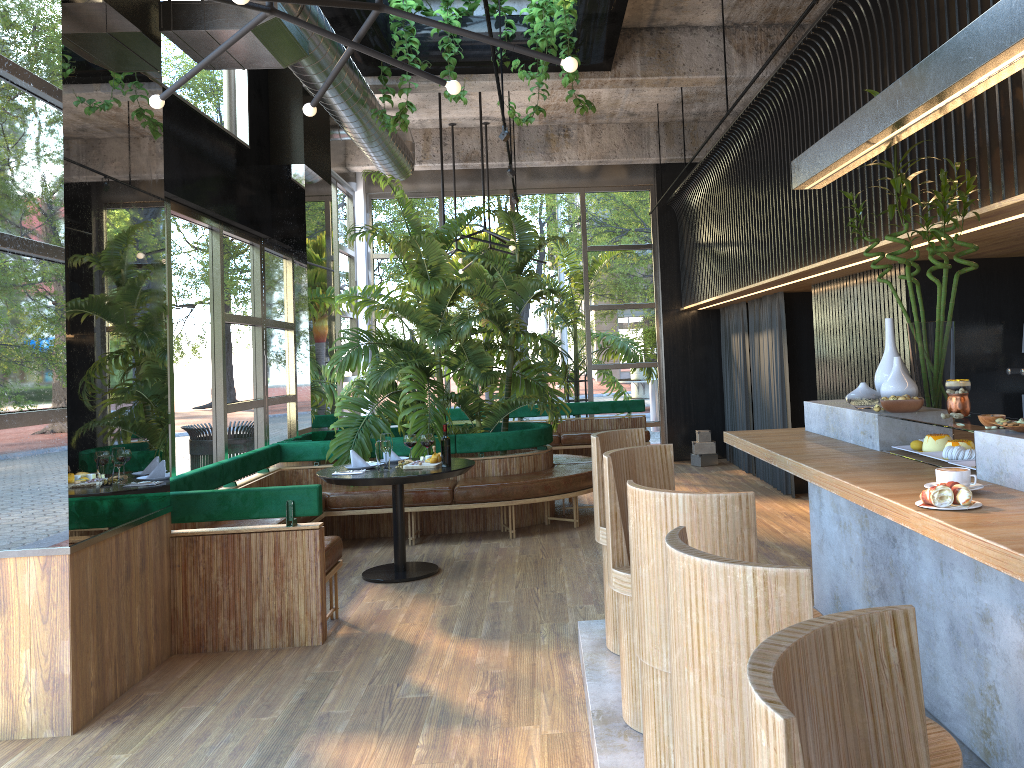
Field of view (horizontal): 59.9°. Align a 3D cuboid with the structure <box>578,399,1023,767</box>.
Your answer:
[{"bbox_3d":[3.131,0.456,1.323,5.871,1.732,7.095,-2,1,0],"label":"structure"}]

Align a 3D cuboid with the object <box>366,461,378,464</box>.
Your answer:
[{"bbox_3d":[-1.065,0.582,6.578,0.165,0.019,0.243,-4,2,-40],"label":"object"}]

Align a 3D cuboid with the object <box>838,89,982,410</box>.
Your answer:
[{"bbox_3d":[1.806,-0.526,3.915,0.642,1.552,0.611,-4,-3,38],"label":"object"}]

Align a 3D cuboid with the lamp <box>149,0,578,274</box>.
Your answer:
[{"bbox_3d":[0.865,-2.143,2.426,5.105,1.825,18.827,-2,2,1],"label":"lamp"}]

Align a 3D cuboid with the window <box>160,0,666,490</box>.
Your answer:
[{"bbox_3d":[-0.453,-1.798,2.087,4.155,6.499,20.281,-2,1,2],"label":"window"}]

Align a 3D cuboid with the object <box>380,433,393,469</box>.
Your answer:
[{"bbox_3d":[-0.883,0.471,6.247,0.095,0.245,0.089,-2,-2,-18],"label":"object"}]

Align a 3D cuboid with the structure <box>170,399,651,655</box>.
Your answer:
[{"bbox_3d":[0.759,0.629,2.053,6.053,1.550,20.033,-2,2,1],"label":"structure"}]

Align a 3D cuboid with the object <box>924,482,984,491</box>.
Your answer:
[{"bbox_3d":[1.277,0.303,2.565,0.162,0.020,0.159,-3,2,-4],"label":"object"}]

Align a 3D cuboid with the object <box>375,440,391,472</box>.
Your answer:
[{"bbox_3d":[-0.880,0.494,6.078,0.101,0.209,0.110,-3,-2,34],"label":"object"}]

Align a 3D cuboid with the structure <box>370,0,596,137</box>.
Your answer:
[{"bbox_3d":[-0.110,-2.812,7.391,2.087,1.519,1.467,-2,0,28],"label":"structure"}]

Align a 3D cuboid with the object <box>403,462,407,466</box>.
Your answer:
[{"bbox_3d":[-0.759,0.571,6.306,0.032,0.031,0.040,-3,0,25],"label":"object"}]

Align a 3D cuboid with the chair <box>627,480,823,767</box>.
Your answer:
[{"bbox_3d":[0.625,0.760,2.561,0.529,0.971,0.565,-3,-2,23],"label":"chair"}]

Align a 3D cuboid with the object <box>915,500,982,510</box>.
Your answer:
[{"bbox_3d":[1.164,0.321,2.368,0.164,0.005,0.170,-2,2,11],"label":"object"}]

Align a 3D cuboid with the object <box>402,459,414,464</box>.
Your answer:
[{"bbox_3d":[-0.759,0.568,6.460,0.097,0.028,0.130,-2,2,15],"label":"object"}]

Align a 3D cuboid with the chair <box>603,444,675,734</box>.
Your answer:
[{"bbox_3d":[0.632,0.737,3.308,0.569,0.971,0.525,-2,-2,-26],"label":"chair"}]

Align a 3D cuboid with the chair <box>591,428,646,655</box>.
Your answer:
[{"bbox_3d":[0.659,0.711,4.115,0.540,0.971,0.554,-3,-2,9],"label":"chair"}]

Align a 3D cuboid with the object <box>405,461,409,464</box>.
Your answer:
[{"bbox_3d":[-0.756,0.568,6.396,0.033,0.032,0.037,-2,0,-3],"label":"object"}]

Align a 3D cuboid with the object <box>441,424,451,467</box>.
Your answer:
[{"bbox_3d":[-0.464,0.427,6.207,0.067,0.299,0.070,-3,-2,16],"label":"object"}]

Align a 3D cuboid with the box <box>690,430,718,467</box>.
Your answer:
[{"bbox_3d":[2.467,0.820,11.413,0.338,0.443,0.274,-2,-1,-12],"label":"box"}]

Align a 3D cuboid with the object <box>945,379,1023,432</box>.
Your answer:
[{"bbox_3d":[1.591,0.067,3.031,0.209,0.134,0.808,-2,2,8],"label":"object"}]

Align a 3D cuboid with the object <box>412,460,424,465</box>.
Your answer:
[{"bbox_3d":[-0.666,0.556,6.323,0.101,0.013,0.222,-2,2,5],"label":"object"}]

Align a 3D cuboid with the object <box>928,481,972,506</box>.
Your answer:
[{"bbox_3d":[1.178,0.291,2.374,0.073,0.060,0.125,-2,1,-31],"label":"object"}]

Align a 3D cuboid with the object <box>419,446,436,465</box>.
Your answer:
[{"bbox_3d":[-0.595,0.500,6.238,0.144,0.124,0.097,-2,-1,-20],"label":"object"}]

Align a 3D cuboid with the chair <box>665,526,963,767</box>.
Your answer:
[{"bbox_3d":[0.597,0.785,1.747,0.574,0.971,0.520,-1,-2,-41],"label":"chair"}]

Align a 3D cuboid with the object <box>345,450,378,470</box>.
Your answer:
[{"bbox_3d":[-1.075,0.535,6.332,0.240,0.139,0.226,-3,1,-17],"label":"object"}]

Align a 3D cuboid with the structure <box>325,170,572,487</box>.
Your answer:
[{"bbox_3d":[-0.614,-0.402,8.693,2.496,3.441,2.596,-2,-1,-16],"label":"structure"}]

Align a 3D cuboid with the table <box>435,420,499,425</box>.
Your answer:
[{"bbox_3d":[-0.678,0.840,10.226,1.138,0.752,1.061,-3,0,-21],"label":"table"}]

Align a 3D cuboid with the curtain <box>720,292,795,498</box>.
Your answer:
[{"bbox_3d":[2.773,0.029,10.301,0.122,2.061,3.261,-2,1,2],"label":"curtain"}]

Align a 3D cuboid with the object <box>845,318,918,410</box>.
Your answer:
[{"bbox_3d":[1.656,-0.092,3.904,0.332,0.398,0.304,-2,-1,-42],"label":"object"}]

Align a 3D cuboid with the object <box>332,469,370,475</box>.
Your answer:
[{"bbox_3d":[-1.092,0.599,6.072,0.256,0.019,0.157,-3,2,-2],"label":"object"}]

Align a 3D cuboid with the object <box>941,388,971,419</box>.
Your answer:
[{"bbox_3d":[1.636,0.071,3.287,0.161,0.107,0.086,-3,0,-45],"label":"object"}]

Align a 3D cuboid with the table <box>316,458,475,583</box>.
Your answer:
[{"bbox_3d":[-0.801,0.965,6.290,1.149,0.752,1.050,-3,0,-32],"label":"table"}]

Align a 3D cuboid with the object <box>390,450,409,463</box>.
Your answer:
[{"bbox_3d":[-0.892,0.517,6.666,0.240,0.139,0.226,-3,1,-17],"label":"object"}]

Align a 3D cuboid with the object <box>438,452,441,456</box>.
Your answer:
[{"bbox_3d":[-0.527,0.534,6.529,0.059,0.072,0.208,-2,1,-8],"label":"object"}]

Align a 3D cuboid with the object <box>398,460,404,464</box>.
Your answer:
[{"bbox_3d":[-0.811,0.572,6.484,0.024,0.025,0.047,-3,1,19],"label":"object"}]

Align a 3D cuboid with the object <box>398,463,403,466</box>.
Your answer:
[{"bbox_3d":[-0.797,0.577,6.365,0.033,0.019,0.038,-2,1,12],"label":"object"}]

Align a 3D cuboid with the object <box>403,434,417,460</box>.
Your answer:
[{"bbox_3d":[-0.754,0.477,6.595,0.104,0.201,0.100,-2,-2,-12],"label":"object"}]

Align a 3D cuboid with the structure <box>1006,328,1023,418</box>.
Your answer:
[{"bbox_3d":[3.485,0.379,5.426,0.552,1.597,0.834,-2,-2,0],"label":"structure"}]

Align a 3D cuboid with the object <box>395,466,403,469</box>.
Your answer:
[{"bbox_3d":[-0.797,0.583,6.263,0.062,0.013,0.147,-3,2,-4],"label":"object"}]

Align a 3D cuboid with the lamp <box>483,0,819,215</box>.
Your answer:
[{"bbox_3d":[-0.013,-2.393,6.653,3.812,1.533,9.970,-2,2,-1],"label":"lamp"}]

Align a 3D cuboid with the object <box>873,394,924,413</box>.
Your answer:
[{"bbox_3d":[1.587,0.079,3.651,0.189,0.073,0.232,-2,1,19],"label":"object"}]

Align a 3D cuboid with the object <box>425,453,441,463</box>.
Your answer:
[{"bbox_3d":[-0.563,0.526,6.329,0.099,0.064,0.162,-3,1,-29],"label":"object"}]

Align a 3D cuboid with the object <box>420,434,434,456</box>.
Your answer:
[{"bbox_3d":[-0.625,0.473,6.561,0.104,0.201,0.100,-2,-2,-12],"label":"object"}]

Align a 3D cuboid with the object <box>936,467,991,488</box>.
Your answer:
[{"bbox_3d":[1.297,0.274,2.566,0.137,0.064,0.107,-3,1,-22],"label":"object"}]

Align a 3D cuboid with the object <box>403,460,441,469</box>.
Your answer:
[{"bbox_3d":[-0.609,0.570,6.329,0.236,0.019,0.358,-2,2,10],"label":"object"}]

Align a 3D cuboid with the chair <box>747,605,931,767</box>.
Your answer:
[{"bbox_3d":[0.559,0.810,0.979,0.574,0.971,0.520,-1,-2,-44],"label":"chair"}]

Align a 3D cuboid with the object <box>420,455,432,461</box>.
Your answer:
[{"bbox_3d":[-0.588,0.537,6.429,0.193,0.038,0.063,-1,1,33],"label":"object"}]

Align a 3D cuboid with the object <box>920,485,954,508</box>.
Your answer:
[{"bbox_3d":[1.125,0.294,2.356,0.061,0.059,0.073,-2,0,-10],"label":"object"}]

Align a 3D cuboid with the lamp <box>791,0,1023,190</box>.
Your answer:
[{"bbox_3d":[2.655,-2.047,1.562,5.036,2.135,6.663,-3,1,-6],"label":"lamp"}]

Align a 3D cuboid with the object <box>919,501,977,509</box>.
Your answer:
[{"bbox_3d":[1.163,0.319,2.364,0.117,0.005,0.126,-1,2,39],"label":"object"}]
